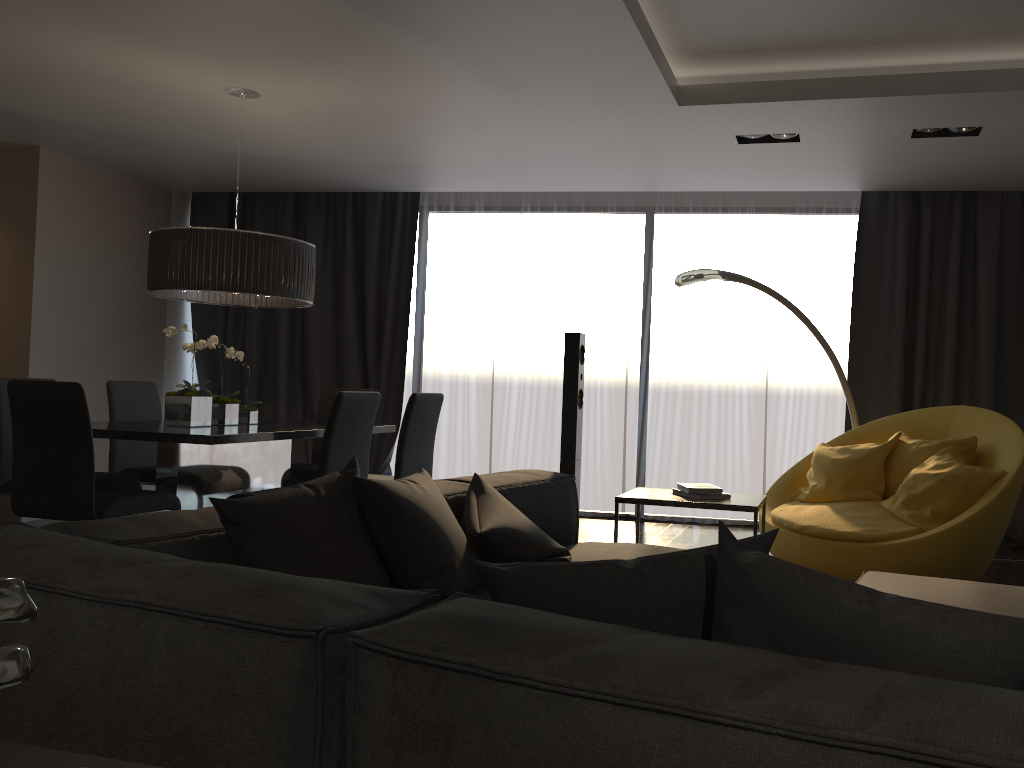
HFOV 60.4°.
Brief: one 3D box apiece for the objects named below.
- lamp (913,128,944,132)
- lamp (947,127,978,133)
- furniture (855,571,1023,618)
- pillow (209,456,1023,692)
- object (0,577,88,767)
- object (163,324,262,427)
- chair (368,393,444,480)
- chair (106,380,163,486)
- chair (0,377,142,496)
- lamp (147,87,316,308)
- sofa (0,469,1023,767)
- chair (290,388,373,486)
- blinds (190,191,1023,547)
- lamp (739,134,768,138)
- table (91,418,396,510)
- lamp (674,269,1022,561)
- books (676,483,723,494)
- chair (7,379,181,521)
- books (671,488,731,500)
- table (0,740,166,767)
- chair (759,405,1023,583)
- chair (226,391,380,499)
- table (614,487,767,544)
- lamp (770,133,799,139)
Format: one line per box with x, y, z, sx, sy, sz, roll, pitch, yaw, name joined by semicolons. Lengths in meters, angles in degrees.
2.304;-1.431;4.860;0.168;0.077;0.186;2;-1;37;lamp
2.473;-1.424;4.816;0.169;0.077;0.185;2;-1;30;lamp
1.483;0.847;2.563;1.047;0.440;1.145;2;0;28;furniture
-0.084;0.402;1.885;1.095;0.431;2.025;2;0;-19;pillow
-0.567;0.278;0.770;0.292;0.288;0.277;2;-1;-12;object
-1.551;-0.043;4.518;0.303;0.501;0.588;2;-1;16;object
-0.718;0.520;4.748;0.556;0.965;0.440;2;-1;17;chair
-1.998;0.474;5.087;0.556;0.965;0.440;2;-1;17;chair
-2.246;0.461;4.409;0.556;0.965;0.440;2;-1;17;chair
-1.435;-0.988;4.603;0.762;1.103;0.846;1;-1;42;lamp
0.542;0.680;2.125;2.618;0.704;2.593;2;0;27;sofa
-1.172;0.507;5.417;0.415;0.965;0.589;2;-1;18;chair
0.897;-0.363;6.801;7.385;2.895;0.758;2;-1;7;blinds
1.396;-1.463;5.101;0.173;0.077;0.180;2;0;13;lamp
-1.478;0.593;4.581;1.010;0.760;1.650;2;-1;19;table
3.077;0.261;5.747;4.284;1.780;0.574;2;-1;-6;lamp
0.823;0.458;3.868;0.157;0.022;0.202;2;0;-6;books
-1.797;0.474;3.776;0.415;0.965;0.589;2;-1;18;chair
0.827;0.481;3.854;0.169;0.023;0.222;2;0;-22;books
-0.452;0.708;0.757;0.584;0.563;0.463;2;-1;17;table
2.006;0.602;4.727;1.171;1.006;1.471;2;-1;-15;chair
-0.967;0.507;4.070;0.556;0.965;0.440;2;-1;17;chair
0.786;0.772;3.855;0.584;0.563;0.463;2;-1;17;table
1.565;-1.457;5.056;0.169;0.077;0.185;2;-1;30;lamp
